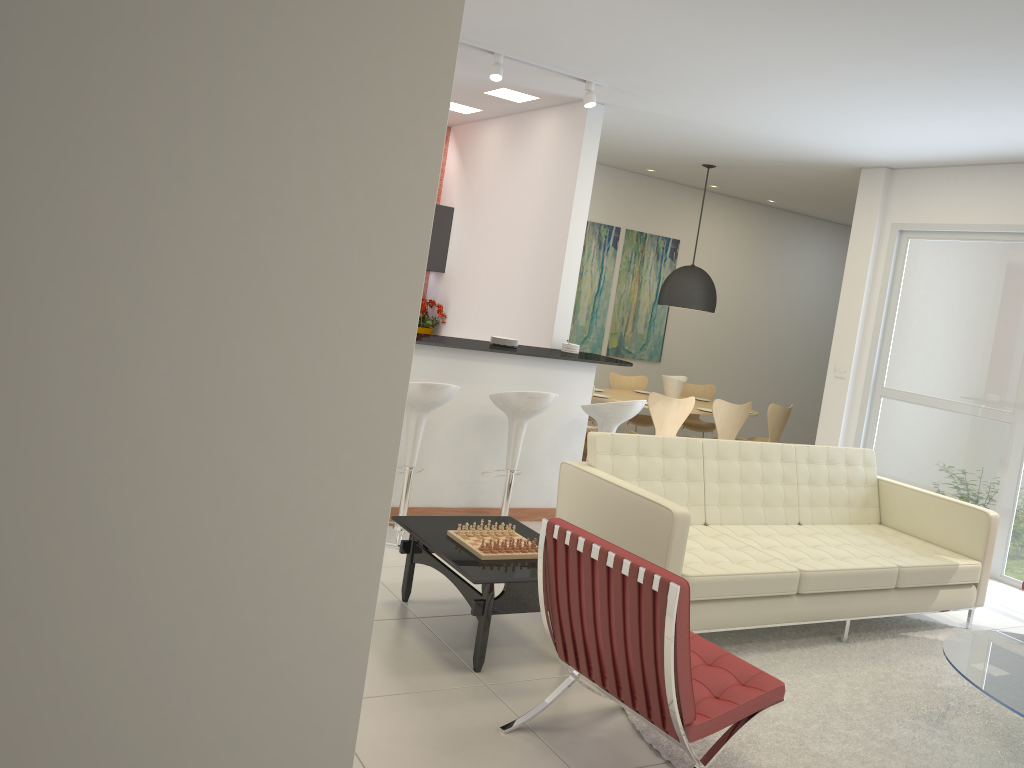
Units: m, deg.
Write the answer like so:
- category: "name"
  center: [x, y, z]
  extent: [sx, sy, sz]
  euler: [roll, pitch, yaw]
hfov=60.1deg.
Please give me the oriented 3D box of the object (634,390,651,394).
- category: "object"
  center: [1.442, 0.093, 9.718]
  extent: [0.210, 0.015, 0.211]
  euler: [7, 6, -13]

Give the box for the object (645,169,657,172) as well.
- category: "object"
  center: [1.566, -2.407, 9.969]
  extent: [0.129, 0.010, 0.129]
  euler: [10, 6, 14]

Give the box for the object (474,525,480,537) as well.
- category: "object"
  center: [-0.163, 0.701, 4.230]
  extent: [0.030, 0.049, 0.030]
  euler: [7, 4, -23]

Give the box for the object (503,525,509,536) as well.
- category: "object"
  center: [-0.026, 0.713, 4.311]
  extent: [0.030, 0.049, 0.030]
  euler: [7, 4, -23]

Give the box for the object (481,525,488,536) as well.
- category: "object"
  center: [-0.129, 0.704, 4.250]
  extent: [0.030, 0.049, 0.030]
  euler: [7, 4, -23]

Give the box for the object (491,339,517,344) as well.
- category: "object"
  center: [-0.058, -0.312, 6.541]
  extent: [0.210, 0.015, 0.211]
  euler: [10, 6, 13]

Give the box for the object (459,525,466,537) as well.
- category: "object"
  center: [-0.232, 0.694, 4.190]
  extent: [0.030, 0.049, 0.030]
  euler: [7, 4, -23]

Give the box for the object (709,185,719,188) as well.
- category: "object"
  center: [2.386, -2.334, 10.452]
  extent: [0.129, 0.010, 0.129]
  euler: [10, 6, 14]

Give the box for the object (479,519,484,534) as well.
- category: "object"
  center: [-0.147, 0.687, 4.285]
  extent: [0.030, 0.069, 0.030]
  euler: [7, 3, -23]

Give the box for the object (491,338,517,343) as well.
- category: "object"
  center: [-0.057, -0.319, 6.540]
  extent: [0.210, 0.015, 0.211]
  euler: [10, 6, 13]

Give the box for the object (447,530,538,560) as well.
- category: "object"
  center: [-0.067, 0.756, 4.176]
  extent: [0.359, 0.021, 0.363]
  euler: [5, 7, -30]

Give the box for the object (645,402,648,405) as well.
- category: "object"
  center: [1.313, 0.192, 8.596]
  extent: [0.210, 0.015, 0.211]
  euler: [8, 6, -4]

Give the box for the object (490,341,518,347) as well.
- category: "object"
  center: [-0.061, -0.291, 6.541]
  extent: [0.210, 0.015, 0.211]
  euler: [10, 6, 13]

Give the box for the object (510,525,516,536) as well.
- category: "object"
  center: [0.008, 0.716, 4.331]
  extent: [0.030, 0.049, 0.030]
  euler: [7, 4, -23]

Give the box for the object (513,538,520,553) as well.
- category: "object"
  center: [0.025, 0.740, 4.063]
  extent: [0.030, 0.064, 0.030]
  euler: [7, 4, -23]

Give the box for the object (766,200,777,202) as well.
- category: "object"
  center: [3.206, -2.260, 10.934]
  extent: [0.129, 0.010, 0.129]
  euler: [10, 6, 14]

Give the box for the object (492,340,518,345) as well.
- category: "object"
  center: [-0.059, -0.305, 6.541]
  extent: [0.210, 0.015, 0.211]
  euler: [10, 6, 13]

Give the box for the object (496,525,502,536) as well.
- category: "object"
  center: [-0.060, 0.710, 4.291]
  extent: [0.030, 0.049, 0.030]
  euler: [7, 4, -23]

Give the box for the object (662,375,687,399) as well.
- category: "object"
  center: [1.677, 0.048, 9.223]
  extent: [0.271, 0.279, 0.262]
  euler: [9, 4, 5]

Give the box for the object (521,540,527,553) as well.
- category: "object"
  center: [0.059, 0.747, 4.084]
  extent: [0.030, 0.055, 0.030]
  euler: [7, 4, -23]

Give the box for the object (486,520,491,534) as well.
- category: "object"
  center: [-0.113, 0.693, 4.305]
  extent: [0.030, 0.064, 0.030]
  euler: [7, 4, -23]

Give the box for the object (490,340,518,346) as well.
- category: "object"
  center: [-0.060, -0.298, 6.541]
  extent: [0.210, 0.015, 0.211]
  euler: [10, 6, 13]

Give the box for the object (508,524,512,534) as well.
- category: "object"
  center: [-0.012, 0.712, 4.366]
  extent: [0.030, 0.044, 0.030]
  euler: [7, 4, -23]

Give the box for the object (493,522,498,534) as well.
- category: "object"
  center: [-0.079, 0.701, 4.325]
  extent: [0.030, 0.055, 0.030]
  euler: [7, 4, -23]

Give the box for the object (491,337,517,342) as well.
- category: "object"
  center: [-0.056, -0.326, 6.540]
  extent: [0.210, 0.015, 0.211]
  euler: [10, 6, 13]

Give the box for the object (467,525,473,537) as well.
- category: "object"
  center: [-0.197, 0.697, 4.210]
  extent: [0.030, 0.049, 0.030]
  euler: [7, 4, -23]

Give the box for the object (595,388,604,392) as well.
- category: "object"
  center: [0.852, 0.059, 9.190]
  extent: [0.210, 0.015, 0.211]
  euler: [8, 6, -9]

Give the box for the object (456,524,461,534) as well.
- category: "object"
  center: [-0.252, 0.691, 4.225]
  extent: [0.030, 0.044, 0.030]
  euler: [7, 4, -23]

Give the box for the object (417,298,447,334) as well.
- category: "object"
  center: [-0.908, -0.650, 8.796]
  extent: [0.525, 0.447, 0.502]
  euler: [12, 6, 39]

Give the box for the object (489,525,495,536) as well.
- category: "object"
  center: [-0.094, 0.707, 4.271]
  extent: [0.030, 0.049, 0.030]
  euler: [7, 4, -23]

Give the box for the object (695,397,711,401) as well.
- category: "object"
  center: [2.119, 0.176, 9.908]
  extent: [0.211, 0.015, 0.210]
  euler: [13, 8, 37]

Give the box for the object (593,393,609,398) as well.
- category: "object"
  center: [0.851, 0.116, 8.648]
  extent: [0.210, 0.015, 0.211]
  euler: [8, 6, -9]

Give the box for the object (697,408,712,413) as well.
- category: "object"
  center: [1.949, 0.265, 8.825]
  extent: [0.211, 0.015, 0.210]
  euler: [10, 6, 15]

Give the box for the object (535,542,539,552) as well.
- category: "object"
  center: [0.126, 0.759, 4.124]
  extent: [0.030, 0.044, 0.030]
  euler: [7, 4, -23]

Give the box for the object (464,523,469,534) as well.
- category: "object"
  center: [-0.217, 0.690, 4.245]
  extent: [0.030, 0.052, 0.030]
  euler: [6, 4, -38]

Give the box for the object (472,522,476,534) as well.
- category: "object"
  center: [-0.182, 0.691, 4.265]
  extent: [0.030, 0.055, 0.030]
  euler: [7, 4, -23]

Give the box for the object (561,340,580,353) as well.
- category: "object"
  center: [0.449, -0.300, 6.937]
  extent: [0.173, 0.097, 0.141]
  euler: [5, 6, -38]

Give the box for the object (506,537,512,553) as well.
- category: "object"
  center: [-0.009, 0.734, 4.043]
  extent: [0.030, 0.069, 0.030]
  euler: [7, 3, -23]

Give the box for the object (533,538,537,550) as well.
- category: "object"
  center: [0.107, 0.749, 4.159]
  extent: [0.030, 0.049, 0.030]
  euler: [7, 4, -23]

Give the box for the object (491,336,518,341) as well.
- category: "object"
  center: [-0.054, -0.333, 6.540]
  extent: [0.210, 0.015, 0.211]
  euler: [10, 6, 13]
